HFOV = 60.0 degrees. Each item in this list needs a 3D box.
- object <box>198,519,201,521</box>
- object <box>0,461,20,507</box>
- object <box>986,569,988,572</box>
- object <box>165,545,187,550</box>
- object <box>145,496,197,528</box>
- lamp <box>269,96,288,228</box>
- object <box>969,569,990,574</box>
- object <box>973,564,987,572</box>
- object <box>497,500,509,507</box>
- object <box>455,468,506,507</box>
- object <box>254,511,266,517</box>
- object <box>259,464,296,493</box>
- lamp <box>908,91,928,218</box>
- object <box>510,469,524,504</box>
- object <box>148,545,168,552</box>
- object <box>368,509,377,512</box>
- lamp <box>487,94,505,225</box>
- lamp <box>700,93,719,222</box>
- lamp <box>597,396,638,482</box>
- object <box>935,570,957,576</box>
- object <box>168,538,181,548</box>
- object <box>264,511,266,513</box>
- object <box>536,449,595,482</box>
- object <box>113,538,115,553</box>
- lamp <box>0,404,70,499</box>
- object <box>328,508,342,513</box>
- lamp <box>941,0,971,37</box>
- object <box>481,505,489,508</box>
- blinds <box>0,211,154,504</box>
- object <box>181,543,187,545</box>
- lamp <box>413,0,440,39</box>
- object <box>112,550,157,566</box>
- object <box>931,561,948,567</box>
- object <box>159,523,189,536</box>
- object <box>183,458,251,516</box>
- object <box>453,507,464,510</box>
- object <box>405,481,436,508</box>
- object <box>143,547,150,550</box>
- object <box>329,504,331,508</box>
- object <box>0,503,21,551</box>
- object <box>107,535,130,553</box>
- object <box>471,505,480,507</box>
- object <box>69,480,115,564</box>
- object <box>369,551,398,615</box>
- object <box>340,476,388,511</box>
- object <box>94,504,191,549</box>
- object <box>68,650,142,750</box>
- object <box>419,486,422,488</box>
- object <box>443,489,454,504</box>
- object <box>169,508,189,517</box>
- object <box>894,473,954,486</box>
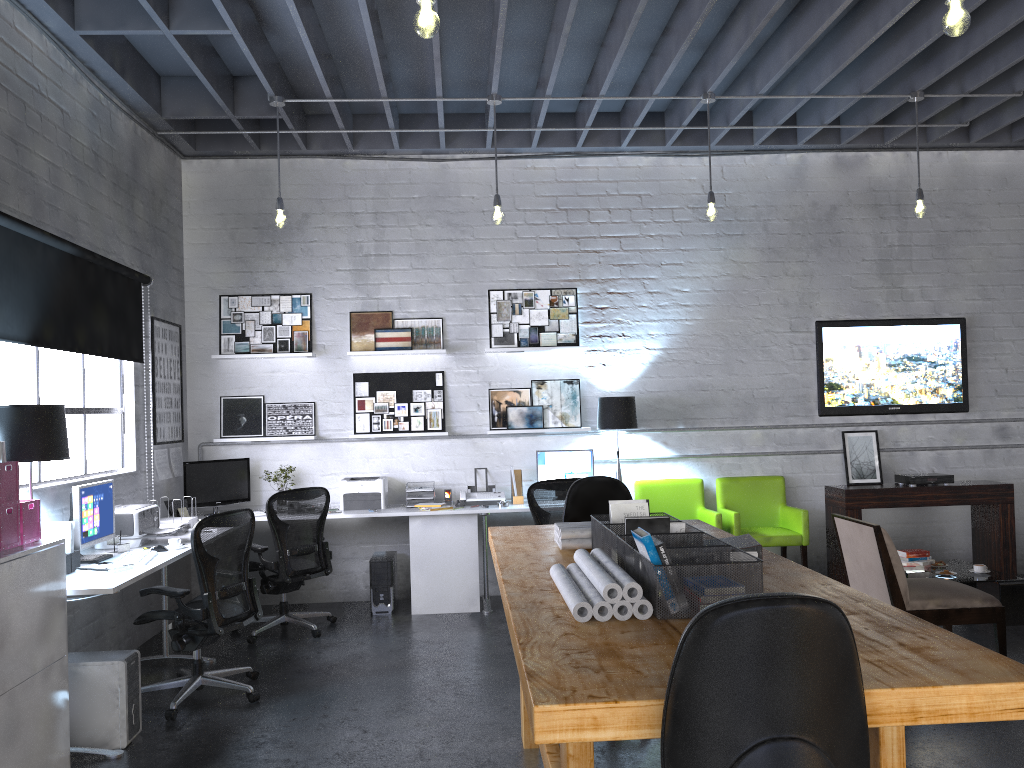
[{"bbox_3d":[-2.255,0.996,6.450,0.048,0.012,0.111,-1,-2,-23],"label":"object"},{"bbox_3d":[-2.168,0.412,3.634,0.214,0.177,0.161,-2,-1,-3],"label":"object"},{"bbox_3d":[3.322,1.307,6.196,0.022,0.009,0.108,-3,-2,36],"label":"object"},{"bbox_3d":[-1.956,0.945,5.135,0.119,0.016,0.119,-2,-2,14],"label":"object"},{"bbox_3d":[-2.364,0.894,6.145,0.324,0.208,0.233,-2,-1,-3],"label":"object"},{"bbox_3d":[-1.570,-1.486,5.971,0.104,0.878,0.104,-2,-1,-3],"label":"lamp"},{"bbox_3d":[3.273,1.315,6.204,0.131,0.016,0.131,-2,-2,3],"label":"object"},{"bbox_3d":[3.274,1.292,6.205,0.077,0.052,0.081,-3,-2,45],"label":"object"},{"bbox_3d":[-0.071,0.929,6.899,0.095,0.050,0.095,-1,-2,-35],"label":"object"},{"bbox_3d":[-0.262,0.828,7.166,0.405,0.280,0.399,-2,-1,-3],"label":"object"},{"bbox_3d":[-2.071,0.990,6.663,0.422,0.028,0.181,0,-2,-43],"label":"object"},{"bbox_3d":[-1.861,0.830,7.115,0.271,0.363,0.297,-3,-2,42],"label":"object"},{"bbox_3d":[2.856,-1.604,6.234,0.104,0.878,0.104,-2,-1,40],"label":"lamp"},{"bbox_3d":[0.041,0.830,7.178,0.087,0.259,0.236,-2,-1,-3],"label":"object"},{"bbox_3d":[-2.016,0.934,5.043,0.114,0.036,0.058,-1,-2,-13],"label":"object"},{"bbox_3d":[-1.069,0.972,6.818,0.075,0.016,0.017,-2,-1,22],"label":"object"},{"bbox_3d":[-0.109,-1.525,6.058,0.104,0.878,0.104,-2,-1,-3],"label":"lamp"},{"bbox_3d":[1.371,-1.564,6.146,0.104,0.878,0.104,-2,-1,-3],"label":"lamp"},{"bbox_3d":[0.861,0.521,7.202,0.333,0.832,0.333,-1,-1,-42],"label":"lamp"},{"bbox_3d":[3.028,1.314,6.184,0.137,0.031,0.137,-2,-2,22],"label":"object"},{"bbox_3d":[-1.951,0.921,5.139,0.078,0.049,0.062,-1,-2,-33],"label":"object"},{"bbox_3d":[-1.867,0.986,6.865,0.114,0.036,0.058,-3,-2,37],"label":"object"},{"bbox_3d":[0.433,0.740,7.202,0.465,0.417,0.212,-2,-1,2],"label":"object"},{"bbox_3d":[-2.262,0.896,5.042,0.006,0.124,0.014,-1,-1,-37],"label":"object"},{"bbox_3d":[-2.238,0.514,4.127,0.333,0.832,0.333,-1,-1,-42],"label":"lamp"},{"bbox_3d":[-1.376,0.979,6.838,0.103,0.021,0.131,-1,-2,-23],"label":"object"},{"bbox_3d":[1.549,-1.662,3.123,0.104,0.878,0.104,-2,-1,-3],"label":"lamp"},{"bbox_3d":[-0.211,0.949,6.876,0.017,0.016,0.076,0,-2,-43],"label":"object"},{"bbox_3d":[-2.479,0.009,5.154,0.100,1.631,2.120,-2,-1,-3],"label":"blinds"},{"bbox_3d":[-1.899,0.942,5.212,0.025,0.021,0.119,-2,-2,23],"label":"object"},{"bbox_3d":[-0.301,-1.613,3.013,0.104,0.878,0.104,-2,-1,-3],"label":"lamp"},{"bbox_3d":[-2.023,0.929,4.749,0.181,0.028,0.422,-1,-2,-13],"label":"object"},{"bbox_3d":[3.135,1.318,6.544,0.151,0.040,0.151,-2,-2,14],"label":"object"},{"bbox_3d":[-2.347,0.953,5.805,0.392,0.064,0.259,-2,-2,-3],"label":"object"},{"bbox_3d":[-2.304,0.804,6.912,0.147,0.427,0.560,-2,-1,33],"label":"object"},{"bbox_3d":[-0.414,0.959,6.843,0.008,0.007,0.141,-2,-2,31],"label":"object"},{"bbox_3d":[-0.735,0.890,7.142,0.229,0.180,0.316,-2,-2,-3],"label":"object"},{"bbox_3d":[-2.091,0.949,5.118,0.076,0.016,0.017,-1,-1,-13],"label":"object"},{"bbox_3d":[-1.512,0.976,7.137,0.105,0.052,0.023,-2,-1,-3],"label":"object"},{"bbox_3d":[-2.163,0.589,3.632,0.214,0.177,0.161,-2,-1,-3],"label":"object"},{"bbox_3d":[-2.249,0.914,5.068,0.082,0.090,0.090,-2,-1,22],"label":"object"},{"bbox_3d":[-0.288,0.953,6.920,0.011,0.011,0.125,-3,-2,35],"label":"object"},{"bbox_3d":[-2.300,0.743,4.772,0.212,0.417,0.465,-2,-1,-3],"label":"object"},{"bbox_3d":[-1.011,1.564,7.005,0.180,0.411,0.476,-2,-1,-3],"label":"object"},{"bbox_3d":[-1.184,0.875,7.121,0.351,0.235,0.351,-2,-1,-3],"label":"object"},{"bbox_3d":[-2.225,0.854,5.387,0.485,0.230,0.420,-2,-2,-3],"label":"object"},{"bbox_3d":[-2.045,1.508,4.226,0.478,0.411,0.200,-2,-1,-3],"label":"object"},{"bbox_3d":[-0.740,0.834,7.162,0.011,0.010,0.126,-2,-2,6],"label":"object"},{"bbox_3d":[-0.519,0.914,7.197,0.093,0.116,0.067,-2,-1,-3],"label":"object"},{"bbox_3d":[-2.430,0.938,6.476,0.155,0.141,0.088,-2,-1,11],"label":"object"},{"bbox_3d":[3.422,0.794,7.368,0.370,0.082,0.266,-2,-2,-3],"label":"object"}]
